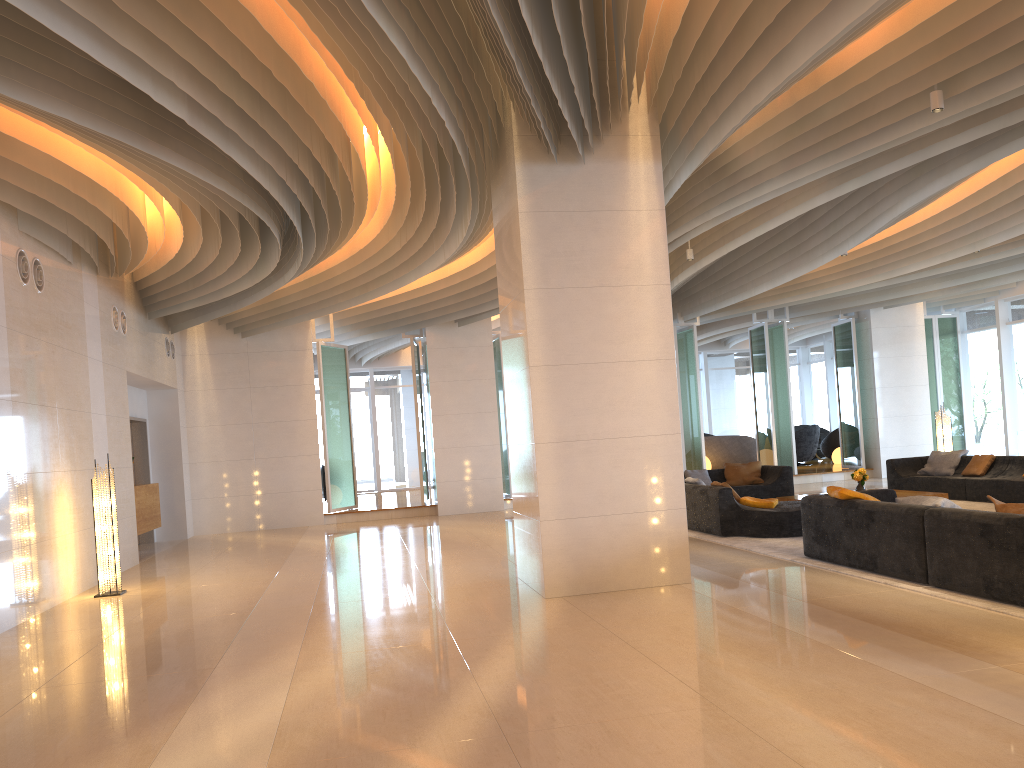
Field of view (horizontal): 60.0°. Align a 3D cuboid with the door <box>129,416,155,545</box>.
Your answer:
[{"bbox_3d":[-6.126,1.596,14.318,0.248,2.099,1.398,-4,-1,-10],"label":"door"}]

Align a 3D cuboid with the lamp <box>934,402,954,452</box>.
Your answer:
[{"bbox_3d":[7.226,1.023,14.800,0.252,1.449,0.249,-4,0,-11],"label":"lamp"}]

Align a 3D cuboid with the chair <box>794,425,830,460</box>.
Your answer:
[{"bbox_3d":[8.411,1.640,24.996,1.516,1.004,1.139,-4,-2,2],"label":"chair"}]

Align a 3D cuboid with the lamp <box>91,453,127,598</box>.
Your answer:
[{"bbox_3d":[-4.175,1.443,9.118,0.252,1.449,0.249,-4,0,-11],"label":"lamp"}]

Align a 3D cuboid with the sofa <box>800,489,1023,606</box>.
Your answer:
[{"bbox_3d":[3.462,1.165,6.562,0.947,0.581,3.761,-3,-4,-10],"label":"sofa"}]

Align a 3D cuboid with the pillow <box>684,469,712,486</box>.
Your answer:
[{"bbox_3d":[3.050,1.554,14.520,0.409,0.312,0.321,-4,-2,-9],"label":"pillow"}]

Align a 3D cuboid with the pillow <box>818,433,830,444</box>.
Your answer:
[{"bbox_3d":[8.761,1.525,25.040,0.500,0.408,0.468,-5,-2,16],"label":"pillow"}]

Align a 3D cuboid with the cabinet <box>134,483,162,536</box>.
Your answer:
[{"bbox_3d":[-5.462,1.781,12.599,0.562,0.661,1.504,-4,-3,-10],"label":"cabinet"}]

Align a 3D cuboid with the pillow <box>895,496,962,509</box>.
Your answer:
[{"bbox_3d":[3.324,1.065,6.934,0.422,0.376,0.584,-4,-3,-9],"label":"pillow"}]

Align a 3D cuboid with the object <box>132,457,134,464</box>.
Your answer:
[{"bbox_3d":[-5.355,1.170,12.256,0.269,0.496,0.233,-3,-1,-24],"label":"object"}]

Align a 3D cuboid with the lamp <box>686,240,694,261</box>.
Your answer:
[{"bbox_3d":[2.288,-2.378,11.643,0.088,1.505,0.090,-4,0,34],"label":"lamp"}]

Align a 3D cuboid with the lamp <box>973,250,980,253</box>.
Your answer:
[{"bbox_3d":[6.502,-2.614,12.523,0.088,1.505,0.090,-4,0,34],"label":"lamp"}]

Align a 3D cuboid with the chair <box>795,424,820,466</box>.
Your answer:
[{"bbox_3d":[7.125,1.550,22.278,1.541,1.004,1.120,-2,-3,-38],"label":"chair"}]

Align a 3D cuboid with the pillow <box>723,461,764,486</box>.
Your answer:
[{"bbox_3d":[3.838,1.483,14.702,0.635,0.377,0.551,-5,-3,11],"label":"pillow"}]

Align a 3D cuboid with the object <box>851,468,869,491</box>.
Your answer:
[{"bbox_3d":[4.802,1.330,12.236,0.234,0.376,0.268,-4,-2,21],"label":"object"}]

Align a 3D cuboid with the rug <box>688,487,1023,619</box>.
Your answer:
[{"bbox_3d":[5.546,1.367,7.329,5.544,0.022,16.152,-3,-4,-10],"label":"rug"}]

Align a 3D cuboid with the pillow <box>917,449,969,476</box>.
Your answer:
[{"bbox_3d":[6.686,1.224,13.790,0.555,0.377,0.630,-2,-3,-33],"label":"pillow"}]

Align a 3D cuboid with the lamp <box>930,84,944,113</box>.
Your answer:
[{"bbox_3d":[3.093,-2.770,6.558,0.090,1.505,0.088,-4,0,-20],"label":"lamp"}]

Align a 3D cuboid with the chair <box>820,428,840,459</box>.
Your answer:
[{"bbox_3d":[8.748,1.484,22.993,1.525,1.004,1.133,-4,-2,-8],"label":"chair"}]

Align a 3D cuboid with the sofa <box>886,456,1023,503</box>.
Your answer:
[{"bbox_3d":[6.787,1.324,12.497,0.947,0.581,3.761,-3,-4,-10],"label":"sofa"}]

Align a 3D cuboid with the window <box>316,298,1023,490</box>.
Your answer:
[{"bbox_3d":[9.233,-0.547,10.195,53.668,3.217,22.510,-8,-5,44],"label":"window"}]

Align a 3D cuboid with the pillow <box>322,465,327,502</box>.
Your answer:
[{"bbox_3d":[-4.350,2.055,17.794,1.528,1.004,1.130,-3,-2,-13],"label":"pillow"}]

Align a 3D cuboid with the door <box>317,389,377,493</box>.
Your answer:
[{"bbox_3d":[-4.439,1.556,23.712,1.467,2.769,0.060,-4,0,-12],"label":"door"}]

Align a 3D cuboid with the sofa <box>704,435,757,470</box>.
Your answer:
[{"bbox_3d":[4.947,1.697,21.409,2.525,0.900,1.127,-7,-4,39],"label":"sofa"}]

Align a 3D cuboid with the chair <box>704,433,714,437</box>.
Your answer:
[{"bbox_3d":[5.292,1.753,23.418,1.538,1.004,1.123,-3,-3,-28],"label":"chair"}]

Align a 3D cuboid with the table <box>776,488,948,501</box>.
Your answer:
[{"bbox_3d":[4.711,1.624,12.061,1.610,0.220,1.594,-3,-4,-11],"label":"table"}]

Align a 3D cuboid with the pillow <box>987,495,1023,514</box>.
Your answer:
[{"bbox_3d":[3.499,0.948,5.916,0.446,0.409,0.599,-4,-3,-9],"label":"pillow"}]

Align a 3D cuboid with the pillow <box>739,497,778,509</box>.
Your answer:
[{"bbox_3d":[2.904,1.385,10.410,0.406,0.135,0.422,-5,-4,23],"label":"pillow"}]

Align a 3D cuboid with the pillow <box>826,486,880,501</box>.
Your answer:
[{"bbox_3d":[3.095,1.079,7.800,0.544,0.377,0.643,-4,-3,11],"label":"pillow"}]

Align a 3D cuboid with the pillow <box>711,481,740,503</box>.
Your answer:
[{"bbox_3d":[2.611,1.319,10.667,0.330,0.311,0.422,-4,-3,-9],"label":"pillow"}]

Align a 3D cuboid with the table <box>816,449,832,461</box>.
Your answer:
[{"bbox_3d":[8.675,1.899,23.986,1.082,0.318,0.817,-4,-3,-4],"label":"table"}]

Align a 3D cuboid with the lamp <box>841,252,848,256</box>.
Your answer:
[{"bbox_3d":[4.477,-2.501,12.099,0.088,1.505,0.090,-4,0,34],"label":"lamp"}]

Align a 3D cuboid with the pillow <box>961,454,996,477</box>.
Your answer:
[{"bbox_3d":[6.816,1.188,12.962,0.324,0.312,0.405,-3,-3,-13],"label":"pillow"}]

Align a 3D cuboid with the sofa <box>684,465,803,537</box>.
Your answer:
[{"bbox_3d":[3.419,1.515,12.374,2.841,0.652,5.067,-3,-4,-10],"label":"sofa"}]
